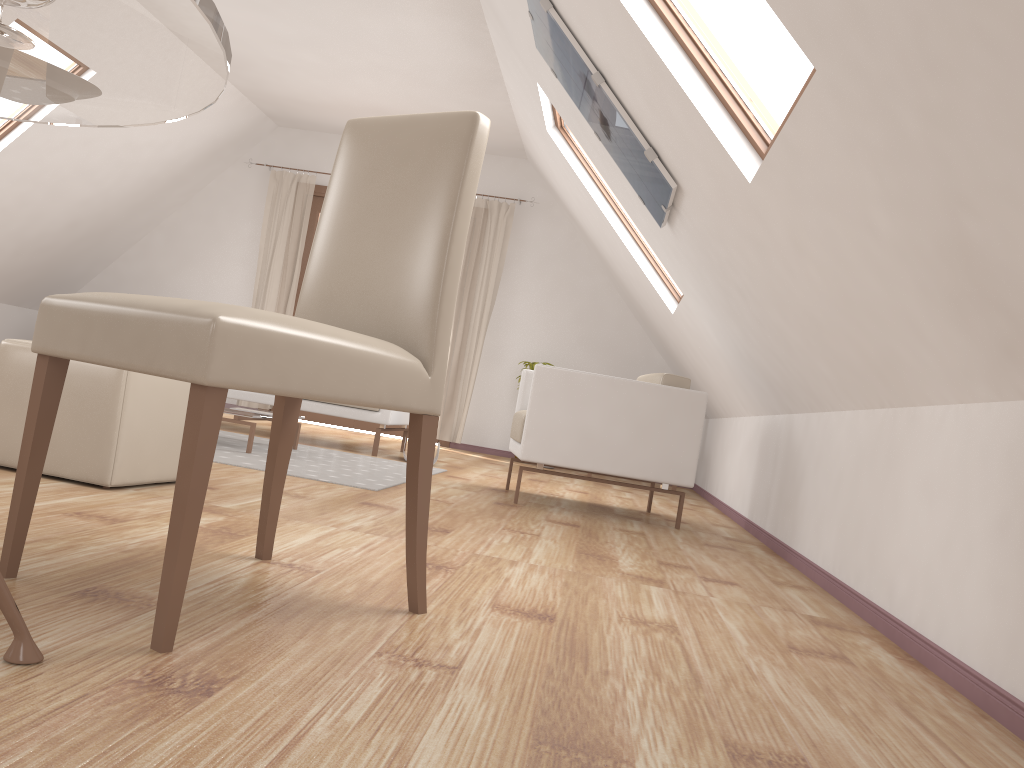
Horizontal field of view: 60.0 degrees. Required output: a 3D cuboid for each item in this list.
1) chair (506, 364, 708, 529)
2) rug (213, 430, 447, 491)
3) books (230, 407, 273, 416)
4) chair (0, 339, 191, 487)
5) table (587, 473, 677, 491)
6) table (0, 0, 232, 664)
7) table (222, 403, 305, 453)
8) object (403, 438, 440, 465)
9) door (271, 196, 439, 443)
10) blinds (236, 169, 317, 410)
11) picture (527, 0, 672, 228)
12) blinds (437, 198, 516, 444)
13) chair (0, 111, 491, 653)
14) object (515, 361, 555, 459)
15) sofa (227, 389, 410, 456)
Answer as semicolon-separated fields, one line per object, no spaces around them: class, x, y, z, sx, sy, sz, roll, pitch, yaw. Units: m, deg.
chair;0.417;0.259;4.349;0.820;0.706;0.748;9;-2;-4
rug;-1.837;0.247;4.554;2.800;0.007;1.600;9;-2;6
books;-1.286;0.145;4.532;0.280;0.005;0.192;9;-2;-1
chair;-1.312;0.085;2.826;0.506;0.394;0.506;9;-2;11
table;0.945;0.581;6.965;0.730;0.390;0.773;9;-2;5
table;-0.950;-0.100;0.834;1.198;0.770;1.198;9;-2;27
table;-1.777;0.166;4.618;1.173;0.190;0.730;9;-2;6
object;-0.556;0.353;5.511;0.212;0.267;0.315;10;-2;-6
door;-1.244;-0.592;7.860;1.546;2.001;0.098;9;-2;6
blinds;-2.109;-0.830;7.871;0.423;2.130;0.120;9;-2;4
picture;0.348;-1.114;3.622;0.683;0.738;0.650;9;-2;6
blinds;-0.348;-0.549;7.630;0.424;2.129;0.123;9;-2;1
chair;-0.438;-0.107;1.634;0.477;0.999;0.618;8;-2;34
object;0.143;0.224;7.388;0.311;0.846;0.307;9;-2;-1
sofa;-1.599;-0.030;5.888;1.880;0.706;0.820;9;-2;6
